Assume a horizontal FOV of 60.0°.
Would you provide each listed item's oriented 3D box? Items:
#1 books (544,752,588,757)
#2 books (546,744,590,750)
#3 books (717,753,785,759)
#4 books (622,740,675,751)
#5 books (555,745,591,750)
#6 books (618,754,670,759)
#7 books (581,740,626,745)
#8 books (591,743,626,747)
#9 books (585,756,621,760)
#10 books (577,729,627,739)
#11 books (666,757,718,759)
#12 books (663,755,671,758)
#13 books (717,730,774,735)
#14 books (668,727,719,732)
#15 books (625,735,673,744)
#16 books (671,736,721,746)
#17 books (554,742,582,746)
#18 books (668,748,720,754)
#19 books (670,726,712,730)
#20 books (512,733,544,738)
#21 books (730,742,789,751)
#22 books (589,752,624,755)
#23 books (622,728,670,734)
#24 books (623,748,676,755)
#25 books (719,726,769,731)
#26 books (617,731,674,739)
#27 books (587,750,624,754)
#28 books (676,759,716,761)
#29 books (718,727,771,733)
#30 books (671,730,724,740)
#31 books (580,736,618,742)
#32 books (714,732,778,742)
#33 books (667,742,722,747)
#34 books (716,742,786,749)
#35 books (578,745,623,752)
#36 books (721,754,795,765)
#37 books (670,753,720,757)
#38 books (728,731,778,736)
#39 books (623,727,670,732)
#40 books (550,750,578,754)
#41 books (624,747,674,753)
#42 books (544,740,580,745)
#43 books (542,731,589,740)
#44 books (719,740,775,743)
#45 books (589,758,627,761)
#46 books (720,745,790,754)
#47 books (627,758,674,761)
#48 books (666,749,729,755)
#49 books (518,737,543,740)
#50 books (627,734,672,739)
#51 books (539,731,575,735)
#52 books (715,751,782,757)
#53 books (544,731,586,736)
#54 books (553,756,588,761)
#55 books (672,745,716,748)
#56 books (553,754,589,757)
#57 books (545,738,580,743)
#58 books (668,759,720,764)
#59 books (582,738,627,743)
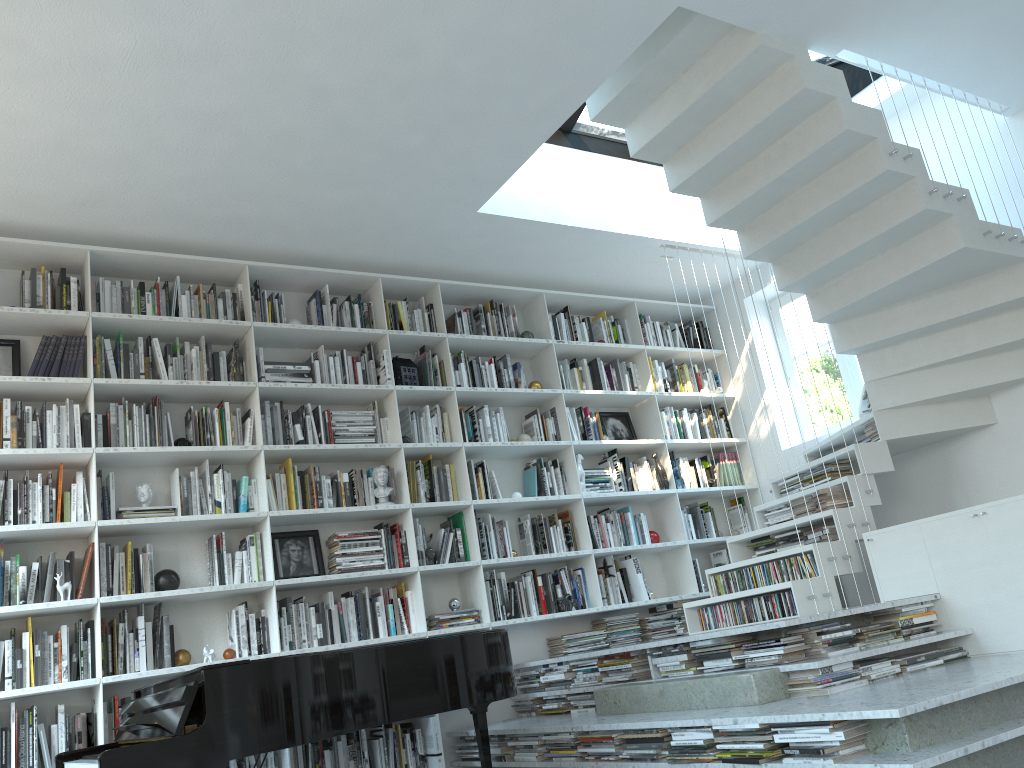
[{"bbox_3d":[0.306,1.782,4.297,0.159,0.012,0.293,3,-21,-35],"label":"books"},{"bbox_3d":[0.300,1.752,4.305,0.159,0.011,0.247,3,-21,-36],"label":"books"},{"bbox_3d":[0.929,1.377,3.315,0.178,0.009,0.277,2,-21,-34],"label":"books"},{"bbox_3d":[0.615,1.544,3.811,0.160,0.025,0.244,4,-22,-37],"label":"books"},{"bbox_3d":[0.318,1.762,4.312,0.123,0.008,0.295,0,-20,-29],"label":"books"},{"bbox_3d":[0.611,1.578,3.794,0.189,0.009,0.291,0,-20,-30],"label":"books"},{"bbox_3d":[0.463,1.634,4.067,0.155,0.009,0.298,1,-20,-31],"label":"books"},{"bbox_3d":[0.472,1.644,4.069,0.140,0.013,0.181,1,-20,-31],"label":"books"},{"bbox_3d":[0.464,1.693,4.044,0.161,0.008,0.255,0,-19,-28],"label":"books"},{"bbox_3d":[0.444,1.602,4.068,0.179,0.012,0.250,3,-21,-35],"label":"books"},{"bbox_3d":[0.781,1.483,3.557,0.171,0.005,0.298,2,-21,-33],"label":"books"},{"bbox_3d":[0.629,1.586,3.803,0.154,0.007,0.263,1,-20,-30],"label":"books"},{"bbox_3d":[0.921,1.302,3.341,0.175,0.006,0.252,2,-20,-32],"label":"books"},{"bbox_3d":[0.770,1.389,3.588,0.139,0.013,0.289,0,-19,-28],"label":"books"},{"bbox_3d":[0.621,1.524,3.823,0.142,0.017,0.240,3,-21,-36],"label":"books"},{"bbox_3d":[0.766,1.429,3.569,0.180,0.016,0.183,3,-21,-35],"label":"books"},{"bbox_3d":[0.309,1.741,4.316,0.140,0.013,0.181,0,-20,-30],"label":"books"},{"bbox_3d":[0.768,1.458,3.559,0.189,0.013,0.215,2,-21,-34],"label":"books"},{"bbox_3d":[0.767,1.376,3.592,0.157,0.014,0.216,1,-20,-30],"label":"books"},{"bbox_3d":[0.135,1.804,4.571,0.159,0.006,0.286,1,-20,-30],"label":"books"},{"bbox_3d":[0.939,1.356,3.331,0.154,0.014,0.197,2,-20,-32],"label":"books"},{"bbox_3d":[0.481,1.680,4.060,0.132,0.009,0.270,1,-20,-31],"label":"books"},{"bbox_3d":[0.616,1.492,3.833,0.157,0.007,0.269,2,-20,-32],"label":"books"},{"bbox_3d":[0.625,1.570,3.807,0.147,0.008,0.291,3,-21,-36],"label":"books"},{"bbox_3d":[0.911,1.287,3.341,0.178,0.010,0.196,0,-19,-28],"label":"books"},{"bbox_3d":[0.606,1.502,3.823,0.170,0.014,0.282,3,-21,-35],"label":"books"},{"bbox_3d":[0.473,1.669,4.059,0.130,0.014,0.250,4,-22,-37],"label":"books"},{"bbox_3d":[0.785,1.489,3.557,0.147,0.008,0.237,0,-19,-28],"label":"books"},{"bbox_3d":[0.930,1.296,3.350,0.133,0.008,0.285,3,-21,-36],"label":"books"},{"bbox_3d":[0.775,1.408,3.584,0.141,0.028,0.223,4,-22,-37],"label":"books"},{"bbox_3d":[0.449,1.615,4.066,0.165,0.014,0.236,4,-22,-37],"label":"books"},{"bbox_3d":[0.917,1.319,3.332,0.168,0.013,0.282,4,-22,-37],"label":"books"},{"bbox_3d":[0.770,1.440,3.567,0.171,0.007,0.261,0,-20,-30],"label":"books"},{"bbox_3d":[0.920,1.342,3.324,0.191,0.015,0.247,1,-20,-31],"label":"books"},{"bbox_3d":[0.456,1.656,4.053,0.182,0.013,0.288,1,-20,-31],"label":"books"},{"bbox_3d":[0.922,1.389,3.306,0.191,0.016,0.209,0,-19,-28],"label":"books"},{"bbox_3d":[0.781,1.476,3.560,0.159,0.009,0.276,0,-20,-30],"label":"books"},{"bbox_3d":[0.934,1.309,3.347,0.133,0.009,0.210,0,-20,-29],"label":"books"},{"bbox_3d":[0.612,1.485,3.833,0.160,0.008,0.240,1,-20,-31],"label":"books"},{"bbox_3d":[0.308,1.771,4.303,0.165,0.012,0.205,2,-20,-32],"label":"books"},{"bbox_3d":[0.616,1.561,3.805,0.177,0.011,0.221,1,-20,-30],"label":"books"},{"bbox_3d":[0.292,1.730,4.309,0.169,0.009,0.242,3,-21,-36],"label":"books"},{"bbox_3d":[0.289,1.704,4.317,0.171,0.015,0.253,3,-21,-35],"label":"books"},{"bbox_3d":[0.929,1.333,3.334,0.150,0.004,0.291,0,-20,-29],"label":"books"},{"bbox_3d":[0.478,1.701,4.049,0.147,0.008,0.237,2,-21,-33],"label":"books"},{"bbox_3d":[0.934,1.365,3.324,0.170,0.006,0.269,2,-20,-32],"label":"books"},{"bbox_3d":[0.632,1.595,3.801,0.142,0.012,0.292,0,-20,-29],"label":"books"},{"bbox_3d":[0.774,1.468,3.559,0.180,0.008,0.268,2,-21,-33],"label":"books"},{"bbox_3d":[0.148,1.815,4.574,0.130,0.018,0.256,0,-20,-30],"label":"books"},{"bbox_3d":[0.621,1.512,3.828,0.150,0.008,0.218,2,-21,-33],"label":"books"},{"bbox_3d":[0.275,1.684,4.317,0.193,0.005,0.225,3,-21,-36],"label":"books"},{"bbox_3d":[0.922,1.370,3.314,0.191,0.006,0.276,1,-20,-30],"label":"books"},{"bbox_3d":[0.289,1.692,4.323,0.174,0.011,0.228,2,-21,-33],"label":"books"},{"bbox_3d":[0.313,1.801,4.293,0.157,0.014,0.181,3,-21,-35],"label":"books"},{"bbox_3d":[0.786,1.448,3.574,0.145,0.010,0.267,2,-21,-33],"label":"books"},{"bbox_3d":[0.318,1.791,4.301,0.140,0.008,0.284,2,-21,-34],"label":"books"},{"bbox_3d":[0.285,1.719,4.309,0.182,0.016,0.199,0,-19,-28],"label":"books"},{"bbox_3d":[0.769,1.495,3.544,0.193,0.005,0.225,3,-21,-36],"label":"books"},{"bbox_3d":[0.458,1.626,4.067,0.169,0.009,0.242,2,-20,-32],"label":"books"}]
